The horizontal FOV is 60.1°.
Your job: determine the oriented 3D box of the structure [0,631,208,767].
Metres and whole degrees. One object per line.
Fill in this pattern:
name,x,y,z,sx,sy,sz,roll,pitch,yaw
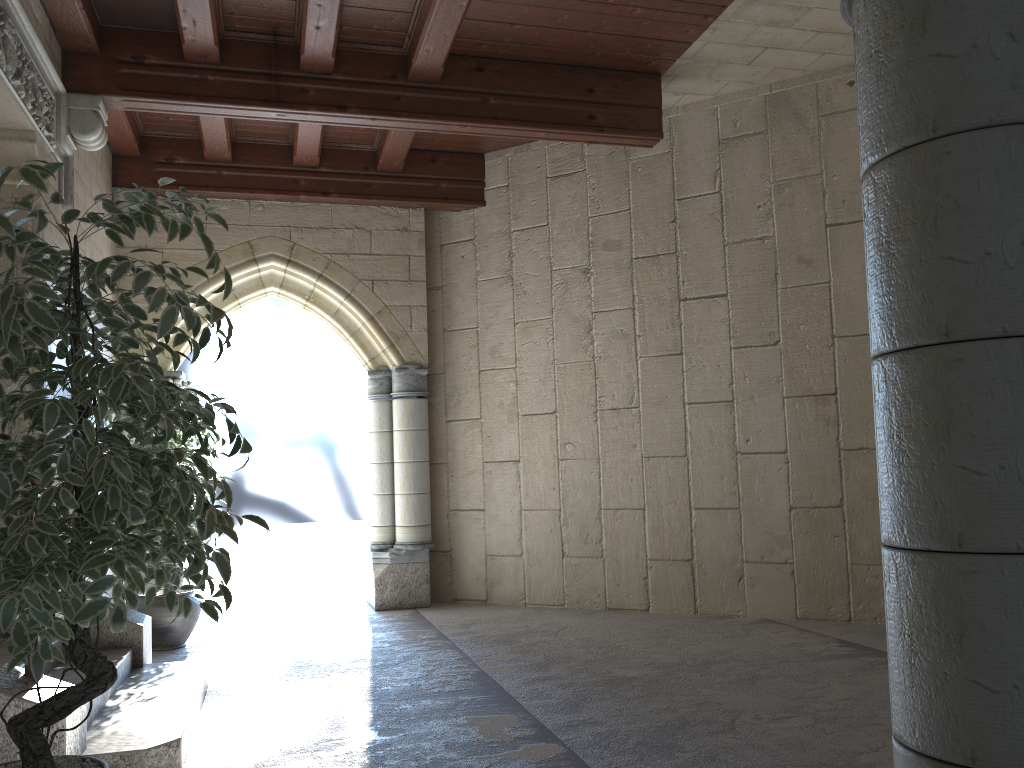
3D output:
structure,-2.486,0.931,3.154,2.573,0.807,1.467,0,-6,-15

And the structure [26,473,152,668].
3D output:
structure,-2.138,0.780,4.002,0.888,1.258,0.474,-1,-4,-15

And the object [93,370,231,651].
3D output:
object,-2.036,0.717,5.131,0.787,1.613,0.753,-1,-4,-19

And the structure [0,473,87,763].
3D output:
structure,-1.768,0.626,2.645,0.888,1.258,0.478,-1,-4,-15

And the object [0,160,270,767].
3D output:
object,-0.963,0.350,1.959,0.787,1.613,0.753,-3,-4,16
